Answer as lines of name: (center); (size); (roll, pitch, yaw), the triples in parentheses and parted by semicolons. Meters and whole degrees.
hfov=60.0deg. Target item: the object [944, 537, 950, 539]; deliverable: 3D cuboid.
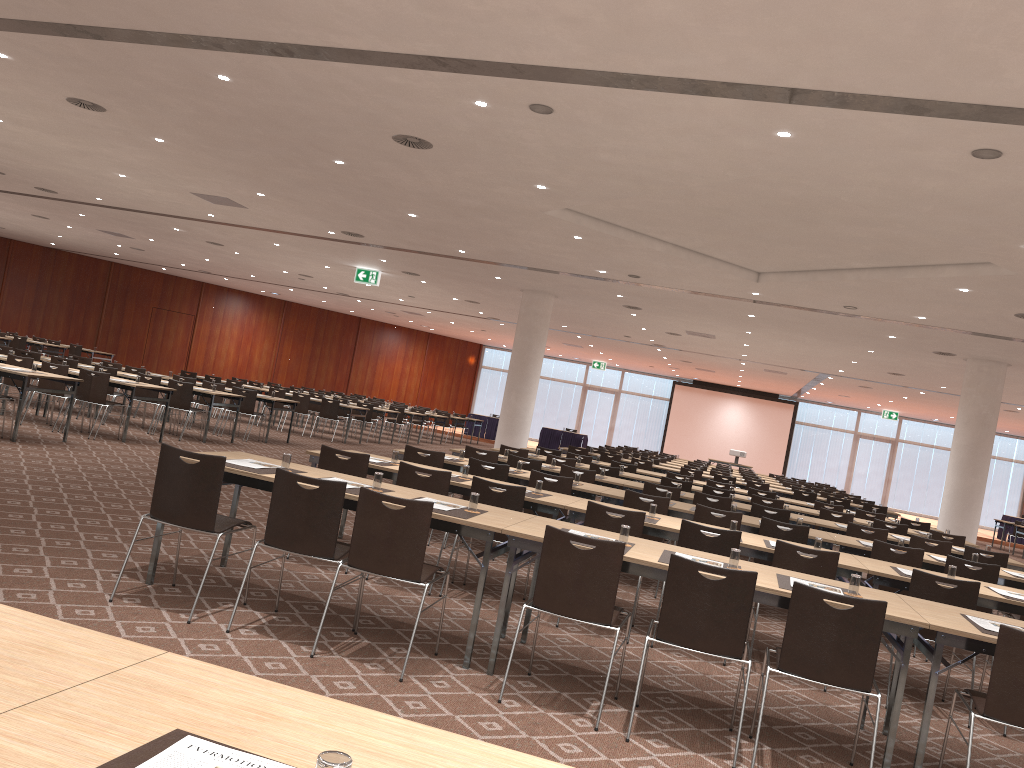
object: (5.961, 2.110, 12.175); (0.102, 0.001, 0.102); (11, -1, -20)

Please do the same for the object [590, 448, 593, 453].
object: (1.699, 1.419, 18.947); (0.054, 0.114, 0.054); (11, -1, -20)

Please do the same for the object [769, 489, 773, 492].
object: (4.277, 1.797, 14.671); (0.054, 0.114, 0.054); (11, -1, 3)

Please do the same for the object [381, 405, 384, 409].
object: (-3.257, 0.575, 22.251); (0.054, 0.114, 0.054); (11, -1, -20)

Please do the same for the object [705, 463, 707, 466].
object: (5.287, 2.214, 24.205); (0.054, 0.114, 0.054); (11, -1, -42)

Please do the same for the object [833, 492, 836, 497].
object: (7.133, 2.448, 19.618); (0.054, 0.114, 0.054); (11, -1, -42)

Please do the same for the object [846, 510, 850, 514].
object: (4.732, 1.830, 12.499); (0.054, 0.114, 0.054); (11, -1, -20)

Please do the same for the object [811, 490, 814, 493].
object: (6.040, 2.201, 17.836); (0.054, 0.114, 0.054); (11, -1, -42)

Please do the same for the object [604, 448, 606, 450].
object: (2.176, 1.554, 20.883); (0.054, 0.114, 0.054); (11, -1, -20)

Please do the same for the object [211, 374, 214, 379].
object: (-7.143, -0.175, 21.187); (0.054, 0.114, 0.054); (11, -1, -42)

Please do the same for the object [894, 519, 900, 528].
object: (5.354, 1.942, 12.335); (0.054, 0.114, 0.054); (11, -1, -20)

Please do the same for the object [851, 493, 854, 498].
object: (8.211, 2.691, 21.396); (0.054, 0.114, 0.054); (11, -1, -20)

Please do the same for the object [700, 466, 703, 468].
object: (4.336, 1.944, 20.331); (0.054, 0.114, 0.054); (11, -1, -20)

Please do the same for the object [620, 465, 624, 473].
object: (1.645, 1.273, 13.279); (0.054, 0.114, 0.054); (10, -1, 25)

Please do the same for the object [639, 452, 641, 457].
object: (3.273, 1.802, 22.666); (0.054, 0.114, 0.054); (11, -1, -42)

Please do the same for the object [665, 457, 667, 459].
object: (3.891, 1.913, 22.499); (0.054, 0.114, 0.054); (11, -1, -42)

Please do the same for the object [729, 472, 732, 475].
object: (4.965, 2.057, 20.162); (0.054, 0.114, 0.054); (11, -1, -20)

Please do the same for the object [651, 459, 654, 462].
object: (2.942, 1.643, 18.614); (0.054, 0.114, 0.054); (11, -1, -42)

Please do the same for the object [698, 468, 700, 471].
object: (3.866, 1.809, 18.376); (0.054, 0.114, 0.054); (11, -1, -20)

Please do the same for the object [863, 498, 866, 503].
object: (7.738, 2.557, 19.459); (0.054, 0.114, 0.054); (11, -1, -20)

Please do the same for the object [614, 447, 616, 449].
object: (2.645, 1.688, 22.812); (0.054, 0.114, 0.054); (11, -1, -20)

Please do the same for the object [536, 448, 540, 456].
object: (0.399, 1.049, 13.611); (0.054, 0.114, 0.054); (11, -1, -42)

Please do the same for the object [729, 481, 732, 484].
object: (3.651, 1.684, 14.834); (0.054, 0.114, 0.054); (11, -1, 3)

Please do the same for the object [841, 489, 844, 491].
object: (8.693, 2.828, 23.336); (0.054, 0.114, 0.054); (11, -1, -20)

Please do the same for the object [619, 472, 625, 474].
object: (1.637, 1.330, 13.277); (0.102, 0.001, 0.102); (10, -1, 3)

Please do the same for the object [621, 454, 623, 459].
object: (2.323, 1.531, 18.787); (0.054, 0.114, 0.054); (11, -1, -42)

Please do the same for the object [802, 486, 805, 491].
object: (6.504, 2.334, 19.766); (0.054, 0.114, 0.054); (11, -1, -42)

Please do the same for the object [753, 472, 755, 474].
object: (6.521, 2.436, 23.890); (0.054, 0.114, 0.054); (11, -1, -42)

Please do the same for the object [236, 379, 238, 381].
object: (-6.525, -0.064, 21.027); (0.054, 0.114, 0.054); (11, -1, -42)

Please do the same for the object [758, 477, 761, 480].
object: (5.580, 2.168, 20.009); (0.054, 0.114, 0.054); (11, -1, -20)

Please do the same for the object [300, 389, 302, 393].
object: (-5.427, 0.184, 22.813); (0.054, 0.114, 0.054); (11, -1, -42)

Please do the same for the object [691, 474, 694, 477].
object: (3.043, 1.575, 14.993); (0.054, 0.114, 0.054); (11, -1, 3)

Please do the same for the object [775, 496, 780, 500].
object: (3.808, 1.663, 12.733); (0.054, 0.114, 0.054); (11, -1, -42)

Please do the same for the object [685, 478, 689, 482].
object: (2.574, 1.441, 13.055); (0.054, 0.114, 0.054); (11, -1, -42)

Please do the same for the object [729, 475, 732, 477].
object: (4.494, 1.923, 18.227); (0.054, 0.114, 0.054); (11, -1, -20)

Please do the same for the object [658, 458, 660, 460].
object: (3.406, 1.776, 20.568); (0.054, 0.114, 0.054); (11, -1, -20)

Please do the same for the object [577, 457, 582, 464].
object: (1.021, 1.161, 13.449); (0.054, 0.114, 0.054); (10, -1, 25)

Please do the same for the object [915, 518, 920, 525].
object: (6.456, 2.190, 14.126); (0.054, 0.114, 0.054); (11, -1, 3)

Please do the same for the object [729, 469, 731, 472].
object: (5.424, 2.189, 22.102); (0.054, 0.114, 0.054); (11, -1, -42)

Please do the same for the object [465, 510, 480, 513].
object: (-0.247, 0.793, 5.516); (0.102, 0.001, 0.102); (11, -1, -20)

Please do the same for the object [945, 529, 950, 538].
object: (5.979, 2.055, 12.177); (0.054, 0.114, 0.054); (11, -1, -42)

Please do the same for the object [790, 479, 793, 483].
object: (7.458, 2.605, 23.652); (0.054, 0.114, 0.054); (11, -1, -42)

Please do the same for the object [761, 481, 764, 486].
object: (5.105, 2.033, 18.068); (0.054, 0.114, 0.054); (11, -1, -20)

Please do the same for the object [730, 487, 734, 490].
object: (3.189, 1.552, 12.894); (0.054, 0.114, 0.054); (11, -1, -42)

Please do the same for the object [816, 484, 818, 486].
object: (8.070, 2.715, 23.490); (0.054, 0.114, 0.054); (11, -1, -42)

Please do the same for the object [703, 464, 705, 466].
object: (4.811, 2.078, 22.261); (0.054, 0.114, 0.054); (11, -1, -42)

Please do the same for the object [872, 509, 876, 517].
object: (5.832, 2.078, 14.290); (0.054, 0.114, 0.054); (11, -1, -42)

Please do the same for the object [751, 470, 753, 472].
object: (6.995, 2.571, 25.828); (0.054, 0.114, 0.054); (11, -1, -42)

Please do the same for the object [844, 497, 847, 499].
object: (6.647, 2.311, 17.677); (0.054, 0.114, 0.054); (11, -1, -42)

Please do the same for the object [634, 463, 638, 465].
object: (2.123, 1.409, 15.232); (0.054, 0.114, 0.054); (11, -1, -42)

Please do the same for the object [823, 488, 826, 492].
object: (7.593, 2.580, 21.564); (0.054, 0.114, 0.054); (11, -1, -42)

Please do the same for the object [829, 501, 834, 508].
object: (5.204, 1.964, 14.441); (0.054, 0.114, 0.054); (10, -1, 25)

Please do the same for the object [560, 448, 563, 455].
object: (0.865, 1.182, 15.538); (0.054, 0.114, 0.054); (11, -1, 3)

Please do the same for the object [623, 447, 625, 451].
object: (3.124, 1.824, 24.751); (0.054, 0.114, 0.054); (11, -1, -20)

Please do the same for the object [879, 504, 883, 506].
object: (7.278, 2.424, 17.511); (0.054, 0.114, 0.054); (11, -1, -20)

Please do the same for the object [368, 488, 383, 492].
object: (-0.878, 0.680, 5.685); (0.102, 0.001, 0.102); (11, -1, -20)

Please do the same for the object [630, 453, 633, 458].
object: (2.798, 1.666, 20.713); (0.054, 0.114, 0.054); (11, -1, -20)

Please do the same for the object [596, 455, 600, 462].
object: (1.497, 1.296, 15.383); (0.054, 0.114, 0.054); (10, -1, 25)

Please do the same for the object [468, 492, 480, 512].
object: (-0.239, 0.737, 5.532); (0.054, 0.114, 0.054); (11, -1, -20)

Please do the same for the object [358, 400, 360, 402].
object: (-3.877, 0.463, 22.424); (0.054, 0.114, 0.054); (11, -1, -20)
